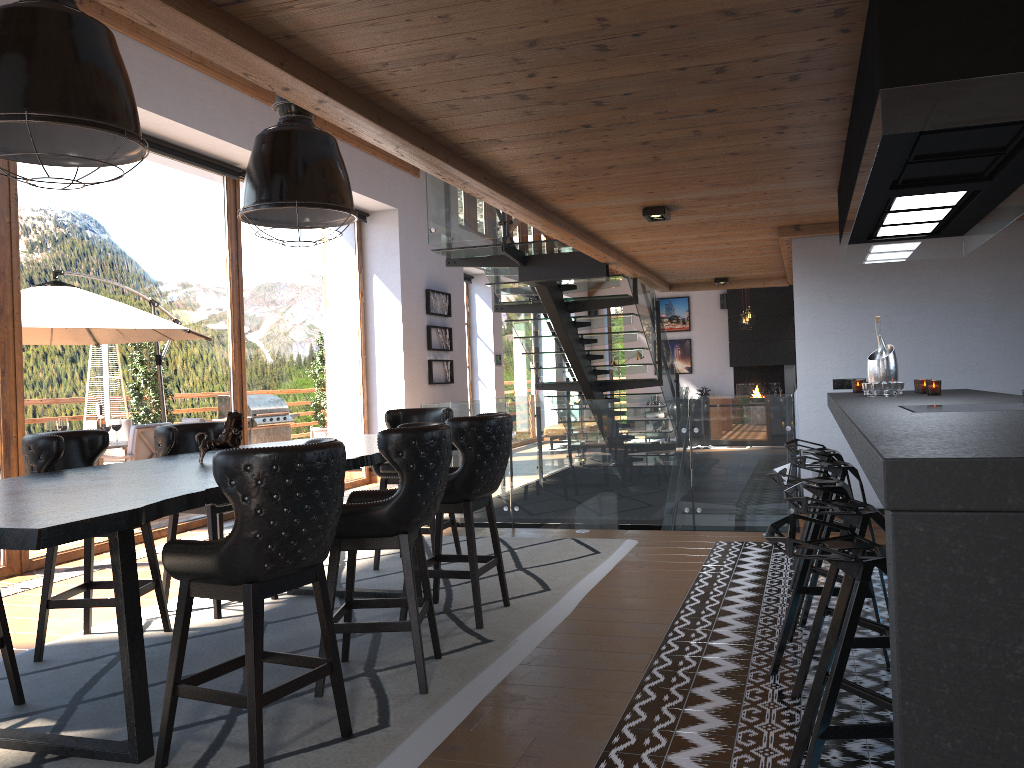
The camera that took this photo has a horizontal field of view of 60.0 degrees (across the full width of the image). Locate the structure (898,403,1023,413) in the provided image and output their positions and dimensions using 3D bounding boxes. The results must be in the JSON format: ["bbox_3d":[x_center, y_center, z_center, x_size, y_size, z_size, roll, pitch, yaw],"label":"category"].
[{"bbox_3d":[1.750,0.096,3.332,0.500,0.017,0.614,-2,0,18],"label":"structure"}]

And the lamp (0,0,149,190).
[{"bbox_3d":[-1.718,-3.055,3.196,0.628,4.685,0.615,-2,-1,-27],"label":"lamp"}]

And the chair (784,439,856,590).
[{"bbox_3d":[1.889,0.758,5.302,0.466,0.839,0.542,-2,0,18],"label":"chair"}]

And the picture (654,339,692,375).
[{"bbox_3d":[3.778,-0.632,20.830,0.873,0.816,0.036,-2,-1,17],"label":"picture"}]

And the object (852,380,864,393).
[{"bbox_3d":[2.314,0.017,5.926,0.080,0.081,0.078,-2,0,-37],"label":"object"}]

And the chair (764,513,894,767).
[{"bbox_3d":[0.947,0.803,2.402,0.466,0.839,0.543,-2,0,19],"label":"chair"}]

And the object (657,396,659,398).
[{"bbox_3d":[2.707,0.364,16.425,0.087,0.286,0.087,-2,0,-4],"label":"object"}]

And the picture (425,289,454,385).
[{"bbox_3d":[-1.017,-0.654,12.540,0.059,1.312,0.779,-2,0,18],"label":"picture"}]

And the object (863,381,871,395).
[{"bbox_3d":[2.133,0.026,5.274,0.080,0.081,0.078,-2,0,-17],"label":"object"}]

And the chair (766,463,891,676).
[{"bbox_3d":[1.371,0.782,3.839,0.465,0.839,0.543,-2,0,24],"label":"chair"}]

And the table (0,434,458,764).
[{"bbox_3d":[-1.267,0.841,4.274,1.419,0.950,3.824,-2,0,18],"label":"table"}]

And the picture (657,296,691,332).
[{"bbox_3d":[3.742,-1.626,20.839,0.873,0.816,0.036,-2,-1,17],"label":"picture"}]

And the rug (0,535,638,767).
[{"bbox_3d":[-1.090,1.288,4.561,2.533,0.047,5.671,-2,0,18],"label":"rug"}]

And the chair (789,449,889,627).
[{"bbox_3d":[1.689,0.768,4.567,0.466,0.839,0.542,-2,0,15],"label":"chair"}]

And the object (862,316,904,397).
[{"bbox_3d":[2.093,-0.157,5.015,0.224,0.452,0.226,-2,0,18],"label":"object"}]

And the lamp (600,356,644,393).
[{"bbox_3d":[2.483,0.161,20.027,0.521,1.899,1.338,-2,0,39],"label":"lamp"}]

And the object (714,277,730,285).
[{"bbox_3d":[2.487,-1.222,10.497,0.154,0.068,0.263,-2,0,18],"label":"object"}]

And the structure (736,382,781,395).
[{"bbox_3d":[5.528,0.240,19.878,0.975,0.514,0.185,-2,0,17],"label":"structure"}]

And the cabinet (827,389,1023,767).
[{"bbox_3d":[1.870,0.634,3.746,0.882,1.104,4.835,-2,0,18],"label":"cabinet"}]

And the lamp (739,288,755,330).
[{"bbox_3d":[4.597,-2.186,17.542,0.260,2.202,0.806,-2,0,9],"label":"lamp"}]

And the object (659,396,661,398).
[{"bbox_3d":[2.726,0.364,16.329,0.088,0.286,0.087,-2,0,-5],"label":"object"}]

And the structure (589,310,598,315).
[{"bbox_3d":[1.951,-1.796,21.314,0.212,0.349,0.215,-2,0,18],"label":"structure"}]

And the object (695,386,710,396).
[{"bbox_3d":[4.405,0.273,20.347,0.337,0.455,0.338,-2,0,43],"label":"object"}]

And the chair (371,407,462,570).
[{"bbox_3d":[-0.659,0.720,6.188,0.501,1.092,0.572,-2,0,17],"label":"chair"}]

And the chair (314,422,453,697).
[{"bbox_3d":[-0.523,0.724,3.816,0.568,1.092,0.504,-2,0,2],"label":"chair"}]

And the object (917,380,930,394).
[{"bbox_3d":[2.417,0.016,5.189,0.080,0.081,0.078,-2,0,-17],"label":"object"}]

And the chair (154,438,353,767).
[{"bbox_3d":[-0.845,0.748,3.052,0.562,1.092,0.509,-2,0,27],"label":"chair"}]

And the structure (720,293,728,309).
[{"bbox_3d":[4.889,-1.899,20.398,0.212,0.349,0.215,-2,0,18],"label":"structure"}]

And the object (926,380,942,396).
[{"bbox_3d":[2.295,0.021,4.823,0.080,0.081,0.078,-2,0,-17],"label":"object"}]

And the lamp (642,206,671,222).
[{"bbox_3d":[0.974,-1.150,5.966,0.154,0.068,0.263,-2,0,18],"label":"lamp"}]

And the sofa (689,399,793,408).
[{"bbox_3d":[3.971,0.650,15.481,2.548,0.838,1.248,-2,0,17],"label":"sofa"}]

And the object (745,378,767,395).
[{"bbox_3d":[4.693,0.276,16.870,0.402,0.808,0.626,-2,0,29],"label":"object"}]

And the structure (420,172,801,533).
[{"bbox_3d":[-1.326,0.894,9.919,9.145,6.399,11.104,-2,0,18],"label":"structure"}]

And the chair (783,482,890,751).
[{"bbox_3d":[1.221,0.790,3.134,0.466,0.839,0.542,-2,0,15],"label":"chair"}]

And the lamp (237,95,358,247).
[{"bbox_3d":[-1.210,-3.079,4.717,0.628,4.685,0.615,-2,-1,-27],"label":"lamp"}]

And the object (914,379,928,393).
[{"bbox_3d":[2.478,0.013,5.370,0.080,0.081,0.078,-2,0,-17],"label":"object"}]

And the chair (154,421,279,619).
[{"bbox_3d":[-1.767,0.773,5.165,0.562,1.092,0.509,-2,0,27],"label":"chair"}]

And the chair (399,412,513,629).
[{"bbox_3d":[-0.263,0.711,4.751,0.564,1.092,0.507,-2,0,17],"label":"chair"}]

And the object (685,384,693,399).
[{"bbox_3d":[3.971,0.261,20.414,0.260,0.532,0.425,-2,0,-13],"label":"object"}]

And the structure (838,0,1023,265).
[{"bbox_3d":[1.881,-0.973,3.936,0.706,0.476,3.273,-2,0,18],"label":"structure"}]

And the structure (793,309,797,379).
[{"bbox_3d":[6.565,-0.347,19.691,0.498,2.617,0.515,-2,-1,18],"label":"structure"}]

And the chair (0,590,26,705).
[{"bbox_3d":[-2.350,0.791,3.467,0.564,1.092,0.507,-2,0,17],"label":"chair"}]

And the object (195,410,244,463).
[{"bbox_3d":[-1.406,0.252,4.266,0.222,0.253,0.115,-2,0,-20],"label":"object"}]

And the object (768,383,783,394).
[{"bbox_3d":[5.780,0.485,19.406,0.311,1.018,0.304,-2,-1,-27],"label":"object"}]

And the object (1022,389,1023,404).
[{"bbox_3d":[1.568,0.056,2.645,0.080,0.081,0.078,-2,0,-27],"label":"object"}]

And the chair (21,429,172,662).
[{"bbox_3d":[-2.090,0.778,4.401,0.568,1.092,0.504,-2,0,2],"label":"chair"}]
